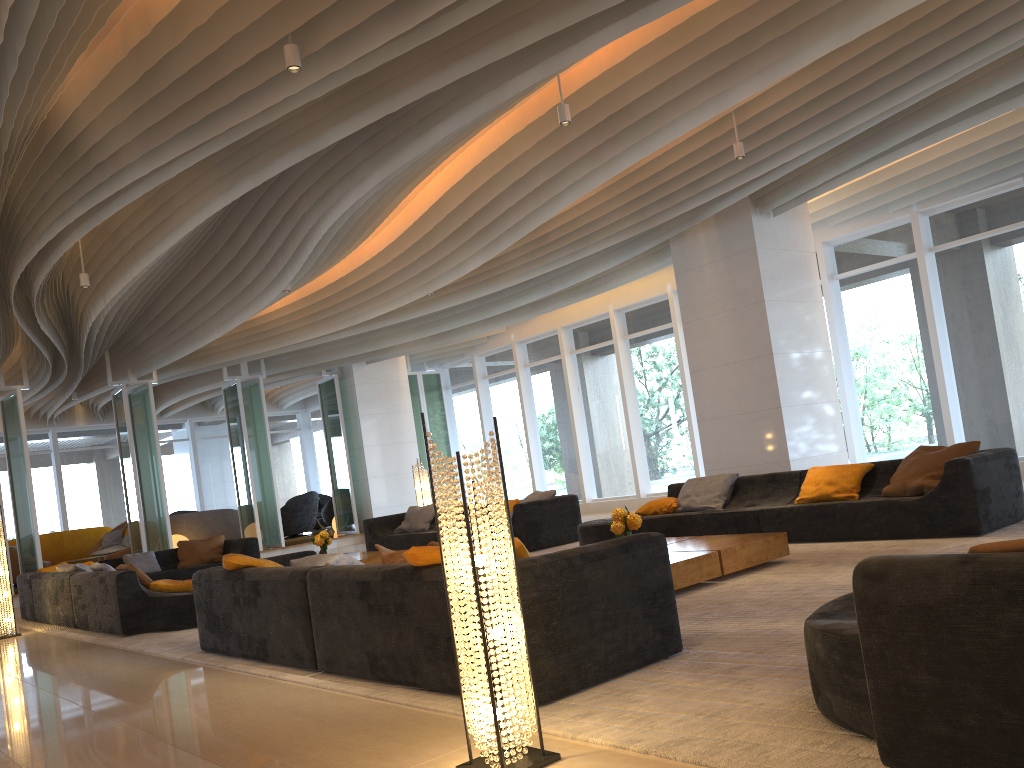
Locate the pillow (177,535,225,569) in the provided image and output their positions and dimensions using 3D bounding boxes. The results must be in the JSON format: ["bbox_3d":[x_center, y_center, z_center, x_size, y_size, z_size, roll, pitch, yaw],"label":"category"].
[{"bbox_3d":[-4.330,2.333,12.368,0.644,0.376,0.545,-7,-5,-18],"label":"pillow"}]

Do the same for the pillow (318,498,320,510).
[{"bbox_3d":[-5.353,3.263,23.639,0.614,0.421,0.368,-5,-5,-37],"label":"pillow"}]

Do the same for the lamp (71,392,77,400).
[{"bbox_3d":[-8.329,-0.450,16.706,0.090,1.502,0.088,-7,-2,-31],"label":"lamp"}]

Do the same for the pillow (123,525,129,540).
[{"bbox_3d":[-7.668,3.037,17.990,0.600,0.421,0.377,-11,-4,28],"label":"pillow"}]

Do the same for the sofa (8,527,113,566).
[{"bbox_3d":[-9.413,3.503,18.160,1.097,0.898,2.600,-12,-6,40],"label":"sofa"}]

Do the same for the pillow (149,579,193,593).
[{"bbox_3d":[-3.098,1.861,8.230,0.411,0.135,0.417,-8,-5,-6],"label":"pillow"}]

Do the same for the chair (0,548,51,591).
[{"bbox_3d":[-8.994,3.174,16.011,1.150,1.002,1.504,-6,-5,-32],"label":"chair"}]

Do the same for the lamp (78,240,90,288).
[{"bbox_3d":[-4.540,-1.749,9.240,0.089,1.502,0.089,-8,-2,5],"label":"lamp"}]

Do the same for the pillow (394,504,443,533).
[{"bbox_3d":[-1.371,1.962,12.975,0.632,0.376,0.555,-11,-5,28],"label":"pillow"}]

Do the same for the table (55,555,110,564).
[{"bbox_3d":[-8.105,3.468,16.773,1.068,0.317,0.830,-12,-6,31],"label":"table"}]

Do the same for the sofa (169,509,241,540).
[{"bbox_3d":[-6.563,3.136,18.659,2.551,0.898,1.118,-9,-4,9],"label":"sofa"}]

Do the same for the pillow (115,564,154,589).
[{"bbox_3d":[-3.489,1.822,8.315,0.333,0.310,0.419,-5,-5,-38],"label":"pillow"}]

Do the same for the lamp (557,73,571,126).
[{"bbox_3d":[0.296,-2.707,6.724,0.088,1.502,0.090,-9,-2,23],"label":"lamp"}]

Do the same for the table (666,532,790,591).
[{"bbox_3d":[0.926,1.370,6.616,1.623,0.219,1.584,-4,-7,-40],"label":"table"}]

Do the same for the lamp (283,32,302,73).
[{"bbox_3d":[-1.398,-2.604,5.280,0.088,1.502,0.090,-10,-3,41],"label":"lamp"}]

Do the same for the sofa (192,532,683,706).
[{"bbox_3d":[-0.761,1.290,5.204,0.955,0.580,3.736,-4,-7,-40],"label":"sofa"}]

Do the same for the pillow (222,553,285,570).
[{"bbox_3d":[-1.692,1.321,6.097,0.552,0.376,0.636,-7,-5,-18],"label":"pillow"}]

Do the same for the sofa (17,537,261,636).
[{"bbox_3d":[-3.577,2.161,10.160,2.866,0.651,5.033,-4,-7,-40],"label":"sofa"}]

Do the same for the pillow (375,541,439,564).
[{"bbox_3d":[-0.433,1.017,4.680,0.450,0.408,0.595,-5,-6,-38],"label":"pillow"}]

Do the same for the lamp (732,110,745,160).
[{"bbox_3d":[1.983,-2.811,8.151,0.088,1.502,0.090,-10,-3,41],"label":"lamp"}]

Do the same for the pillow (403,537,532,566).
[{"bbox_3d":[-0.094,0.893,4.148,0.632,0.376,0.555,-11,-5,28],"label":"pillow"}]

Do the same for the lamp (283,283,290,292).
[{"bbox_3d":[-2.818,-1.855,10.697,0.089,1.502,0.089,-8,-2,5],"label":"lamp"}]

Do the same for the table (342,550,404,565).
[{"bbox_3d":[-2.266,2.225,10.508,1.623,0.219,1.584,-4,-7,-40],"label":"table"}]

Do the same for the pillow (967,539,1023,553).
[{"bbox_3d":[1.517,0.495,2.162,0.403,0.390,0.598,-5,-5,-37],"label":"pillow"}]

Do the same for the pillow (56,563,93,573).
[{"bbox_3d":[-4.595,2.115,9.689,0.554,0.376,0.644,-4,-7,-44],"label":"pillow"}]

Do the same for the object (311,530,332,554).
[{"bbox_3d":[-2.292,1.949,10.722,0.237,0.376,0.265,-8,-3,-8],"label":"object"}]

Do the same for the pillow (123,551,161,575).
[{"bbox_3d":[-4.939,2.397,11.826,0.413,0.311,0.318,-5,-5,-38],"label":"pillow"}]

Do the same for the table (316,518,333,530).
[{"bbox_3d":[-4.467,3.525,22.663,1.094,0.317,0.810,-5,-6,-33],"label":"table"}]

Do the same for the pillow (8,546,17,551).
[{"bbox_3d":[-8.837,3.002,15.746,0.614,0.453,0.478,-11,-5,31],"label":"pillow"}]

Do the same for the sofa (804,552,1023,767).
[{"bbox_3d":[1.788,0.639,2.385,1.374,0.575,2.228,-4,-7,-40],"label":"sofa"}]

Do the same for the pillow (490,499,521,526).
[{"bbox_3d":[-0.099,1.647,11.402,0.326,0.311,0.403,-5,-5,-38],"label":"pillow"}]

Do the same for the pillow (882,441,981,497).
[{"bbox_3d":[3.380,0.689,7.182,0.552,0.376,0.636,-7,-5,-18],"label":"pillow"}]

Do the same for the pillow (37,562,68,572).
[{"bbox_3d":[-5.693,2.419,11.182,0.338,0.315,0.413,-10,-5,22],"label":"pillow"}]

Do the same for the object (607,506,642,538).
[{"bbox_3d":[0.825,1.067,6.450,0.238,0.376,0.264,-7,-3,-18],"label":"object"}]

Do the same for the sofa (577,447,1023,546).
[{"bbox_3d":[2.265,1.136,8.082,1.371,0.581,4.098,-4,-7,-41],"label":"sofa"}]

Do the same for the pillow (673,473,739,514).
[{"bbox_3d":[1.918,1.129,8.839,0.468,0.415,0.657,-5,-6,-40],"label":"pillow"}]

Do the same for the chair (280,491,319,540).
[{"bbox_3d":[-5.051,3.043,20.468,1.126,1.002,1.536,-10,-5,23],"label":"chair"}]

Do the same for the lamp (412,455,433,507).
[{"bbox_3d":[-1.393,1.847,14.117,0.253,1.447,0.247,-6,-3,-40],"label":"lamp"}]

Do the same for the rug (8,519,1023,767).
[{"bbox_3d":[0.743,1.535,6.857,5.592,0.022,16.044,-4,-7,-40],"label":"rug"}]

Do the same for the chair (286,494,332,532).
[{"bbox_3d":[-5.210,3.361,23.422,1.535,1.002,1.127,-6,-5,-28],"label":"chair"}]

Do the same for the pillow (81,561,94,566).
[{"bbox_3d":[-4.770,2.162,9.974,0.420,0.334,0.328,-9,-4,15],"label":"pillow"}]

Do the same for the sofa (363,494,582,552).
[{"bbox_3d":[-0.649,1.943,11.905,0.955,0.580,3.736,-4,-7,-40],"label":"sofa"}]

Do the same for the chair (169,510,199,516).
[{"bbox_3d":[-7.220,3.368,20.551,1.124,1.002,1.540,-11,-5,33],"label":"chair"}]

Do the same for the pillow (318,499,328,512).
[{"bbox_3d":[-4.929,3.248,23.636,0.507,0.407,0.462,-7,-4,-13],"label":"pillow"}]

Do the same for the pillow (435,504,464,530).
[{"bbox_3d":[-0.858,1.850,12.328,0.326,0.311,0.403,-5,-6,-42],"label":"pillow"}]

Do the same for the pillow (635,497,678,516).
[{"bbox_3d":[1.521,1.274,9.160,0.446,0.192,0.592,-10,-5,15],"label":"pillow"}]

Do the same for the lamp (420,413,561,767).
[{"bbox_3d":[-0.097,0.669,2.947,0.253,1.195,0.247,-6,-3,-40],"label":"lamp"}]

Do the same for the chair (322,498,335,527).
[{"bbox_3d":[-3.955,3.023,21.871,1.539,1.002,1.124,-5,-5,-37],"label":"chair"}]

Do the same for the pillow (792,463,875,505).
[{"bbox_3d":[2.800,0.911,7.768,0.456,0.393,0.630,-5,-6,-41],"label":"pillow"}]

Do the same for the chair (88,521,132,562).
[{"bbox_3d":[-7.792,3.175,17.775,1.501,1.002,1.153,-12,-5,37],"label":"chair"}]

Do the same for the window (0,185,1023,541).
[{"bbox_3d":[2.496,-0.146,11.227,54.108,3.210,22.374,-10,-6,15],"label":"window"}]

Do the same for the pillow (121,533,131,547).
[{"bbox_3d":[-7.502,3.021,17.606,0.470,0.407,0.498,-5,-5,-38],"label":"pillow"}]

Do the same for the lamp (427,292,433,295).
[{"bbox_3d":[-1.226,-1.953,12.047,0.089,1.502,0.089,-8,-2,5],"label":"lamp"}]

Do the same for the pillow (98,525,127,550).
[{"bbox_3d":[-8.067,3.112,17.968,0.618,0.453,0.476,-9,-4,11],"label":"pillow"}]

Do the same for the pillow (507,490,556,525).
[{"bbox_3d":[0.227,1.533,11.026,0.552,0.376,0.636,-7,-5,-18],"label":"pillow"}]

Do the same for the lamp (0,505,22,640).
[{"bbox_3d":[-5.470,1.974,9.431,0.253,1.447,0.247,-6,-3,-40],"label":"lamp"}]

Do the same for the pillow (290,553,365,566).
[{"bbox_3d":[-1.071,1.227,5.464,0.426,0.376,0.580,-5,-6,-38],"label":"pillow"}]
